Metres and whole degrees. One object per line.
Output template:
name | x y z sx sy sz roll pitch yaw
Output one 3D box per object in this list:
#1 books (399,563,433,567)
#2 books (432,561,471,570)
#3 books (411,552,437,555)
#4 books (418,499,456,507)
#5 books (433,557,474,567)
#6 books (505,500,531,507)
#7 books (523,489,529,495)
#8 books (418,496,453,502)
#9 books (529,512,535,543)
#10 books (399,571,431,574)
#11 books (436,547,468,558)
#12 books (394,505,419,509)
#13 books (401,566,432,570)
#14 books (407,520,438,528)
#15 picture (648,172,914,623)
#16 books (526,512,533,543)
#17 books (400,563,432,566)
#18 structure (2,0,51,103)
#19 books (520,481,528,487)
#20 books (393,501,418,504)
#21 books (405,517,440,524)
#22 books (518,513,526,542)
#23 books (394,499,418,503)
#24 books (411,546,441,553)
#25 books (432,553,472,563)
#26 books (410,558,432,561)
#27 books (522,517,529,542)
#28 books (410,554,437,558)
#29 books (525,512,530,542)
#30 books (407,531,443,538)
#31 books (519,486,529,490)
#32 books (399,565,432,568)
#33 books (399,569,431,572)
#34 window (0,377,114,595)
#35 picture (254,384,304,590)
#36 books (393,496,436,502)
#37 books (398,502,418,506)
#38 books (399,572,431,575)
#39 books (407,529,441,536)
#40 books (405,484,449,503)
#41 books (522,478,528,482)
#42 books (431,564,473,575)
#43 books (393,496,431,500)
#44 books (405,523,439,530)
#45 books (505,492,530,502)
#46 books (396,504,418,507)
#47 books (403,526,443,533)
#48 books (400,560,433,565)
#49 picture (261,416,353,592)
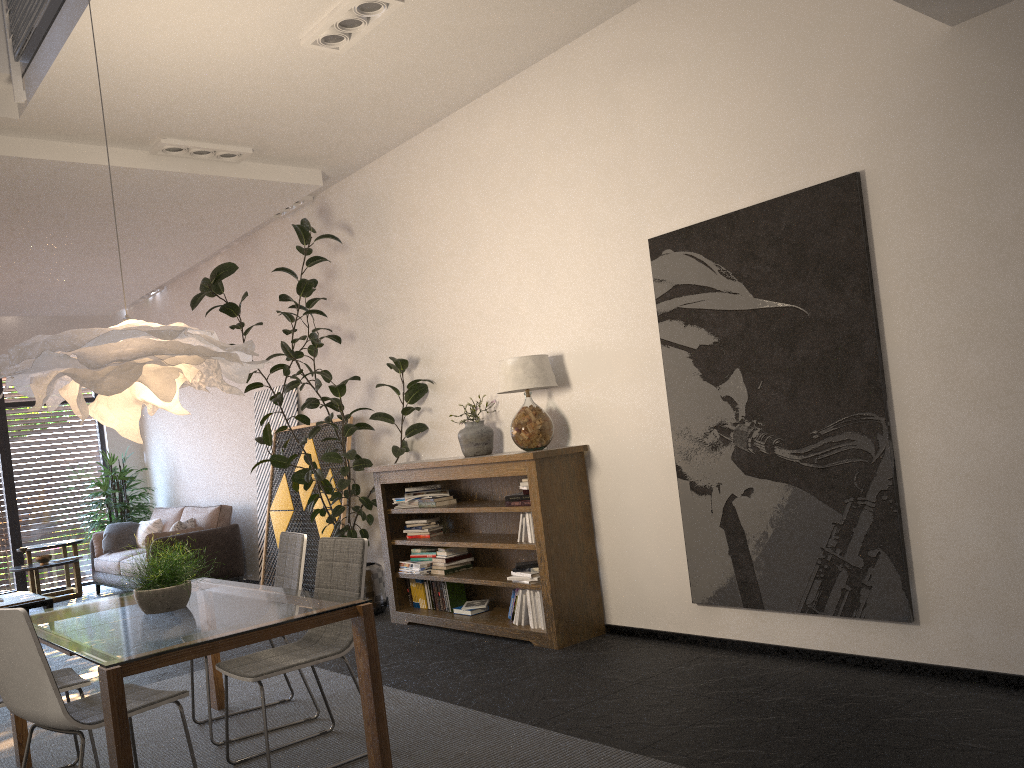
books | -0.653 1.305 6.460 0.218 0.008 0.306 -5 -4 -37
books | -0.431 1.288 6.315 0.227 0.024 0.167 -4 -4 -42
books | -0.581 1.227 6.500 0.256 0.014 0.192 -9 -4 38
books | -0.537 0.854 6.358 0.179 0.034 0.244 -5 -4 -37
books | -0.420 1.262 6.312 0.242 0.024 0.175 -5 -4 -33
books | 0.140 0.723 5.481 0.287 0.034 0.229 -10 -4 42
books | 0.182 0.647 5.441 0.225 0.029 0.179 -7 -3 2
books | -0.550 0.826 6.361 0.166 0.024 0.228 -5 -4 -36
books | 0.171 0.872 5.440 0.135 0.189 0.015 -6 0 -40
books | -0.654 1.357 6.466 0.218 0.007 0.306 -5 -4 -35
books | -0.425 1.187 6.318 0.216 0.069 0.158 -5 -3 -30
books | -0.668 0.889 6.529 0.319 0.011 0.252 -8 -3 23
books | -0.648 1.323 6.462 0.218 0.006 0.306 -5 -4 -35
books | -0.666 1.033 6.562 0.221 0.023 0.147 -7 -3 1
picture | 1.277 0.132 4.429 0.033 2.027 1.237 -7 -1 -40
books | 0.154 0.874 5.448 0.135 0.188 0.018 -6 0 -40
books | -0.650 1.297 6.463 0.218 0.008 0.306 -5 -4 -35
structure | -1.655 -2.517 2.803 4.221 8.307 8.492 -7 -1 -40
books | 0.177 0.602 5.470 0.243 0.024 0.175 -7 -3 5
books | -0.679 0.859 6.547 0.319 0.011 0.252 -9 -4 32
books | -0.661 1.011 6.560 0.206 0.020 0.154 -9 -4 35
books | 0.100 0.887 5.525 0.135 0.182 0.078 -6 -1 -40
books | -0.669 0.846 6.536 0.319 0.011 0.252 -8 -3 22
books | -0.584 1.206 6.501 0.246 0.028 0.193 -9 -3 30
books | -0.428 1.236 6.302 0.224 0.029 0.180 -5 -4 -37
books | -0.593 1.270 6.493 0.250 0.023 0.175 -9 -3 30
books | 0.115 0.898 5.510 0.120 0.157 0.056 -6 -1 -40
books | -0.596 1.247 6.493 0.250 0.023 0.175 -9 -4 35
books | 0.149 0.877 5.492 0.135 0.188 0.018 -6 0 -40
books | -0.644 1.117 6.563 0.225 0.021 0.158 -9 -4 35
books | 0.183 0.623 5.448 0.243 0.019 0.175 -6 -3 -15
books | -0.654 1.312 6.459 0.218 0.008 0.306 -5 -4 -37
books | -0.657 1.341 6.465 0.218 0.013 0.306 -5 -4 -35
window | -7.175 1.247 10.358 4.928 3.027 0.461 -5 -1 -40
picture | -2.278 1.039 8.611 0.207 2.018 0.961 -7 0 -40
books | -0.676 0.838 6.554 0.319 0.011 0.252 -8 -3 22
books | -0.643 0.864 6.520 0.319 0.011 0.252 -8 -3 17
books | -0.652 1.364 6.464 0.218 0.008 0.306 -4 -4 -40
books | -0.651 1.096 6.559 0.206 0.022 0.154 -9 -3 30
books | -0.626 0.805 6.506 0.322 0.109 0.273 -7 -3 -5
books | 0.180 0.579 5.475 0.155 0.022 0.204 -9 -4 35
books | -0.430 1.316 6.305 0.242 0.034 0.180 -5 -4 -38
books | -0.682 0.828 6.561 0.319 0.011 0.252 -8 -3 27
books | -0.667 1.056 6.568 0.162 0.023 0.232 -5 -4 -39
books | -0.305 -2.754 2.949 0.360 6.706 5.397 -7 -1 0
books | -0.659 0.877 6.527 0.319 0.011 0.252 -8 -3 20
books | -0.658 1.076 6.563 0.244 0.019 0.174 -9 -4 35
books | -0.651 1.288 6.461 0.218 0.013 0.306 -5 -4 -35
picture | -1.870 1.166 7.942 0.385 1.605 1.503 -7 -1 -40
